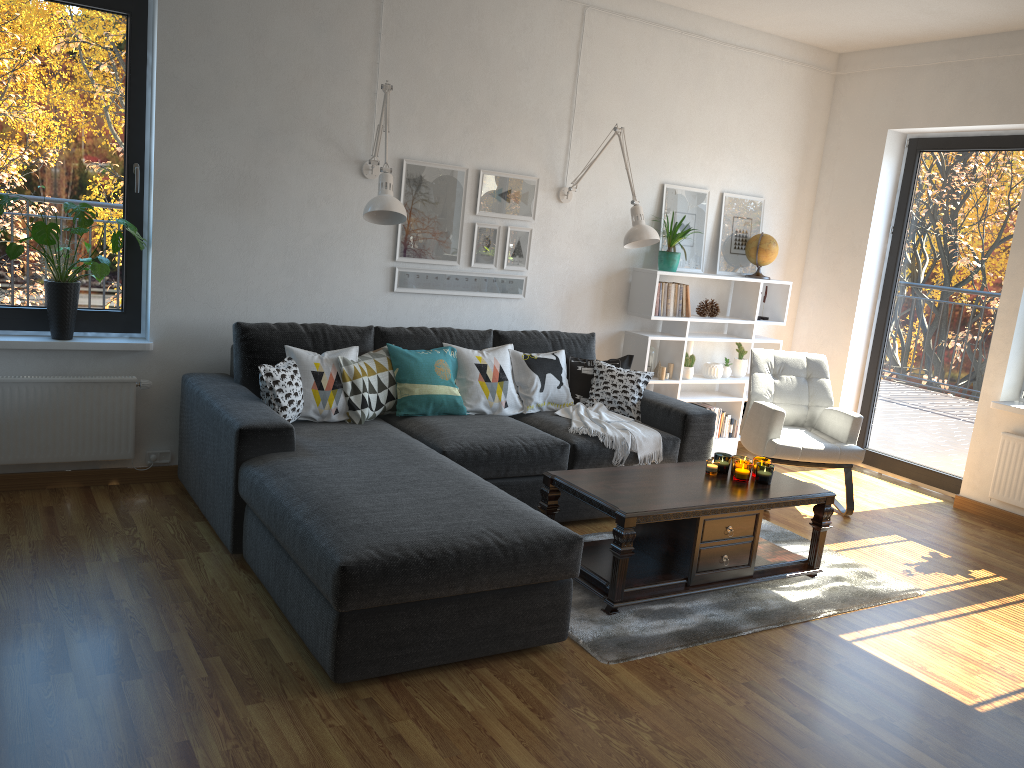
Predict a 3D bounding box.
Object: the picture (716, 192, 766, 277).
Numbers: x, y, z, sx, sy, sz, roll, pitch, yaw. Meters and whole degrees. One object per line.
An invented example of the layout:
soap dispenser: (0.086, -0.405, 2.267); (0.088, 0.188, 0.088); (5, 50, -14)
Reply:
picture: (1.536, -0.995, 5.960); (0.390, 0.534, 0.059); (-1, 13, -31)

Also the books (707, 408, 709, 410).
books: (1.241, 0.247, 5.925); (0.003, 0.214, 0.177); (-1, 13, -32)

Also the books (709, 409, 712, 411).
books: (1.275, 0.257, 5.918); (0.006, 0.205, 0.123); (-1, 13, -32)

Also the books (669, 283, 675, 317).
books: (0.964, -0.535, 5.583); (0.048, 0.209, 0.134); (-1, 13, -31)

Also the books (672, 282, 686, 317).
books: (1.057, -0.536, 5.640); (0.061, 0.212, 0.127); (-1, 13, -31)

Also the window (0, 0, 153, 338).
window: (-13.268, -1.422, 12.248); (13.977, 18.420, 24.309); (1, 12, -25)

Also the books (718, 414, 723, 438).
books: (1.359, 0.267, 6.006); (0.014, 0.170, 0.156); (-1, 13, -32)

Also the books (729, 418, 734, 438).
books: (1.453, 0.287, 6.049); (0.016, 0.133, 0.132); (-1, 13, -32)

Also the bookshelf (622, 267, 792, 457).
bookshelf: (1.264, -0.122, 5.883); (1.189, 1.204, 0.237); (-1, 13, -31)

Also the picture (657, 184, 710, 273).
picture: (1.102, -0.993, 5.694); (0.390, 0.534, 0.059); (-1, 13, -31)

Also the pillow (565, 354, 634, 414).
pillow: (0.453, -0.008, 5.009); (0.449, 0.359, 0.233); (5, 11, -6)

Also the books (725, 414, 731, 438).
books: (1.432, 0.277, 6.039); (0.031, 0.157, 0.123); (-1, 13, -32)

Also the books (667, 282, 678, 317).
books: (0.989, -0.535, 5.596); (0.044, 0.209, 0.132); (-1, 13, -32)

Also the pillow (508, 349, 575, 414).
pillow: (0.172, -0.014, 4.805); (0.382, 0.319, 0.265); (-1, 12, -32)

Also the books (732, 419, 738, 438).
books: (1.470, 0.287, 6.078); (0.013, 0.125, 0.182); (-1, 12, -32)

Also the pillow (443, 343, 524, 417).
pillow: (-0.125, -0.009, 4.631); (0.436, 0.369, 0.284); (-1, 12, -32)

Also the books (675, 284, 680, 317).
books: (1.007, -0.533, 5.610); (0.035, 0.205, 0.131); (-1, 13, -31)

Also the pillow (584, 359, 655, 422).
pillow: (0.592, 0.044, 4.891); (0.358, 0.313, 0.169); (8, 11, 8)

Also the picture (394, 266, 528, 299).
picture: (-0.275, -0.567, 4.985); (0.837, 0.136, 0.021); (0, 13, -32)

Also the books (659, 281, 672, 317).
books: (0.943, -0.535, 5.563); (0.044, 0.211, 0.133); (-1, 13, -31)

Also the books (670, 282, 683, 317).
books: (1.025, -0.536, 5.621); (0.044, 0.208, 0.132); (-1, 13, -31)

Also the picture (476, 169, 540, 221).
picture: (-0.024, -1.062, 5.012); (0.390, 0.249, 0.021); (0, 13, -31)

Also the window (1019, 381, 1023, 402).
window: (13.650, 1.708, 10.509); (21.831, 18.420, 12.936); (6, 11, -2)

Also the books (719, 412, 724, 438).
books: (1.370, 0.261, 6.014); (0.014, 0.181, 0.148); (-1, 13, -32)

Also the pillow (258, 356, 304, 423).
pillow: (-1.013, 0.046, 3.912); (0.160, 0.320, 0.333); (7, 11, 3)

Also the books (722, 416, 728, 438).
books: (1.414, 0.281, 6.022); (0.018, 0.147, 0.103); (-1, 13, -32)

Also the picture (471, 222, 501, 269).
picture: (-0.149, -0.780, 5.008); (0.166, 0.249, 0.021); (-1, 13, -31)

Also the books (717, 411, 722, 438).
books: (1.333, 0.253, 6.017); (0.018, 0.186, 0.195); (-1, 12, -32)

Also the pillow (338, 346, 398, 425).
pillow: (-0.708, 0.003, 4.283); (0.242, 0.364, 0.453); (11, 11, 24)

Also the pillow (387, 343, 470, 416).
pillow: (-0.422, -0.022, 4.443); (0.414, 0.341, 0.272); (-1, 12, -32)

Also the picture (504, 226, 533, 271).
picture: (0.033, -0.781, 5.119); (0.166, 0.249, 0.021); (-1, 13, -31)

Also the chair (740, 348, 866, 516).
chair: (1.660, 0.263, 5.172); (0.545, 0.834, 0.683); (5, 11, -7)

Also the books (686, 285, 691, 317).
books: (1.086, -0.535, 5.654); (0.070, 0.205, 0.132); (-1, 13, -31)

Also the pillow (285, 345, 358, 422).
pillow: (-0.870, 0.000, 4.096); (0.360, 0.345, 0.172); (-1, 13, -32)

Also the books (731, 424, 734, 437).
books: (1.475, 0.309, 6.044); (0.013, 0.092, 0.081); (-1, 13, -32)

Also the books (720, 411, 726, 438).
books: (1.399, 0.264, 6.019); (0.012, 0.180, 0.102); (-1, 13, -32)

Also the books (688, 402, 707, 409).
books: (1.224, 0.243, 5.922); (0.008, 0.219, 0.173); (-1, 13, -32)

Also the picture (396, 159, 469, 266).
picture: (-0.430, -0.919, 4.794); (0.390, 0.535, 0.013); (-1, 13, -31)

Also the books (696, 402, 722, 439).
books: (1.302, 0.248, 5.967); (0.092, 0.217, 0.190); (-1, 13, -32)

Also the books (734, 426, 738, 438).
books: (1.486, 0.310, 6.080); (0.016, 0.084, 0.151); (-1, 12, -32)
